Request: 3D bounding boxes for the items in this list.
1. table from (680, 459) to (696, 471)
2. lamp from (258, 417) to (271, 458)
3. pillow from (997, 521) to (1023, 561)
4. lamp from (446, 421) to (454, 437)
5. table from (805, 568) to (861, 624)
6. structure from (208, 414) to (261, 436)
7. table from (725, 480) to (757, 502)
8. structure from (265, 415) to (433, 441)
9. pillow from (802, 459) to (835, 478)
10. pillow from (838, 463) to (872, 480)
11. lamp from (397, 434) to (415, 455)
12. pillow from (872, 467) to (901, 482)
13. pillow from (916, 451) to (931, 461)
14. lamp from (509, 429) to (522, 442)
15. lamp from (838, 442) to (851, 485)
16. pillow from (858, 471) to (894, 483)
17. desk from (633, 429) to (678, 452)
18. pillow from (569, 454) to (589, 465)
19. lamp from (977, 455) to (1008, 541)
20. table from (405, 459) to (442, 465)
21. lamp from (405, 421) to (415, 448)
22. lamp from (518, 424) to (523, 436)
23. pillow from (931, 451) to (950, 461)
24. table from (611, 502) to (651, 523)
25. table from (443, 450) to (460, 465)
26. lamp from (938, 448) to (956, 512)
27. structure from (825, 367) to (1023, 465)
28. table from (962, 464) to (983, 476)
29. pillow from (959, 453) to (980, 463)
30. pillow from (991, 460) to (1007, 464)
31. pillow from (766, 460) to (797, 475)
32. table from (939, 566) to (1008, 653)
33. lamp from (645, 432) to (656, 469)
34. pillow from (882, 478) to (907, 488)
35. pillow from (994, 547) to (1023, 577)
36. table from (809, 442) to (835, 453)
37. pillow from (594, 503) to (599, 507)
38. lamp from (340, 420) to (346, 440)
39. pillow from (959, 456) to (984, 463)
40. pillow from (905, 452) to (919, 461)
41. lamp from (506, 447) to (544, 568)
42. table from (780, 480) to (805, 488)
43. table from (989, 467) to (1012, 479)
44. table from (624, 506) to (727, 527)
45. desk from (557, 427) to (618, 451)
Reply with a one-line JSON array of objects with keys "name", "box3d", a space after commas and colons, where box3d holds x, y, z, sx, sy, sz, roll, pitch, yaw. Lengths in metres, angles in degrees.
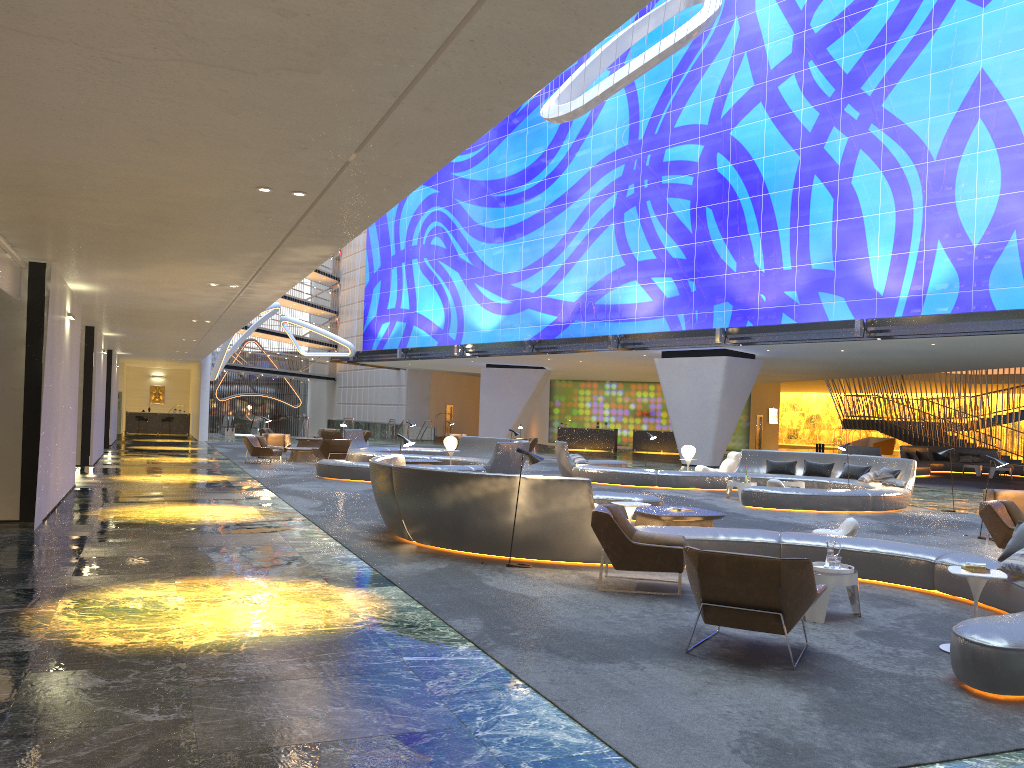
[{"name": "table", "box3d": [4.743, 2.332, 23.944, 0.427, 0.595, 0.418, 2, -1, 42]}, {"name": "lamp", "box3d": [-7.705, 1.663, 27.600, 0.384, 1.300, 0.202, 2, 0, -5]}, {"name": "pillow", "box3d": [4.806, 1.485, 8.097, 0.315, 0.386, 0.785, 2, -2, -7]}, {"name": "lamp", "box3d": [-2.540, 2.130, 35.772, 0.384, 1.300, 0.202, 2, 0, -5]}, {"name": "table", "box3d": [2.674, 1.820, 7.792, 0.671, 0.406, 0.673, 3, -2, -26]}, {"name": "structure", "box3d": [-18.324, 5.881, 54.744, 3.018, 8.238, 19.827, 2, -2, -22]}, {"name": "table", "box3d": [4.836, 2.275, 18.852, 0.670, 0.406, 0.674, 1, -2, 30]}, {"name": "structure", "box3d": [-12.537, 6.223, 57.578, 9.309, 8.398, 19.732, 3, -2, -22]}, {"name": "pillow", "box3d": [7.369, 2.046, 21.362, 0.759, 0.417, 0.282, 1, -1, 36]}, {"name": "pillow", "box3d": [8.008, 2.052, 20.692, 0.315, 0.386, 0.784, 3, -2, -31]}, {"name": "lamp", "box3d": [-1.643, 1.400, 13.283, 0.384, 1.300, 0.202, 2, 0, 27]}, {"name": "pillow", "box3d": [8.319, 2.033, 19.705, 0.317, 0.366, 0.775, 2, -2, -6]}, {"name": "pillow", "box3d": [16.106, 2.821, 34.735, 0.759, 0.417, 0.281, 3, -1, -29]}, {"name": "lamp", "box3d": [0.027, 1.749, 21.766, 0.384, 1.300, 0.202, 2, 0, -5]}, {"name": "lamp", "box3d": [7.528, 1.966, 20.044, 0.384, 1.300, 0.202, 2, 0, -29]}, {"name": "pillow", "box3d": [8.122, 2.071, 19.733, 0.877, 0.262, 0.693, 1, -2, 33]}, {"name": "desk", "box3d": [7.747, 2.945, 45.522, 2.976, 1.097, 0.814, 2, -1, 14]}, {"name": "pillow", "box3d": [1.669, 1.946, 23.054, 0.692, 0.262, 0.877, 3, -2, -14]}, {"name": "lamp", "box3d": [7.347, 1.739, 13.539, 0.384, 1.300, 0.202, 2, 0, 30]}, {"name": "table", "box3d": [-2.448, 2.134, 22.546, 1.203, 0.392, 1.203, 3, -2, -22]}, {"name": "lamp", "box3d": [-3.390, 1.878, 29.274, 0.384, 1.300, 0.202, 2, 0, -5]}, {"name": "lamp", "box3d": [0.307, 2.165, 33.732, 0.202, 1.300, 0.384, 2, 0, -6]}, {"name": "pillow", "box3d": [16.982, 2.868, 35.032, 0.785, 0.386, 0.315, 2, -1, -6]}, {"name": "table", "box3d": [1.454, 1.770, 10.956, 0.418, 0.595, 0.427, 2, -1, -26]}, {"name": "table", "box3d": [-1.653, 2.099, 23.991, 0.418, 0.595, 0.427, 2, -1, -23]}, {"name": "lamp", "box3d": [8.830, 1.945, 18.012, 0.384, 1.300, 0.202, 2, 0, 22]}, {"name": "structure", "box3d": [23.564, 1.046, 39.437, 11.988, 6.246, 16.488, 3, -2, -22]}, {"name": "table", "box3d": [17.098, 3.202, 32.894, 0.671, 0.406, 0.674, 2, -2, 22]}, {"name": "pillow", "box3d": [18.008, 2.905, 34.897, 0.774, 0.366, 0.317, 2, -1, 19]}, {"name": "pillow", "box3d": [18.837, 3.019, 34.213, 0.445, 0.207, 0.443, 3, -2, -36]}, {"name": "pillow", "box3d": [6.595, 2.053, 21.727, 0.768, 0.369, 0.295, 1, -1, 22]}, {"name": "table", "box3d": [3.438, 1.696, 6.617, 0.427, 0.595, 0.418, 2, -1, 22]}, {"name": "lamp", "box3d": [3.710, 1.958, 23.941, 0.384, 1.300, 0.202, 2, 0, 43]}, {"name": "pillow", "box3d": [8.048, 2.095, 18.660, 0.444, 0.207, 0.443, 1, -2, 29]}, {"name": "pillow", "box3d": [4.720, 1.562, 7.750, 0.873, 0.280, 0.685, 2, -2, 15]}, {"name": "table", "box3d": [16.133, 3.459, 46.405, 1.241, 0.727, 2.308, 1, -2, 26]}, {"name": "pillow", "box3d": [0.901, 1.477, 10.060, 0.877, 0.262, 0.693, 1, -2, 30]}, {"name": "lamp", "box3d": [-4.858, 1.698, 25.560, 0.202, 1.300, 0.384, 2, 0, -6]}, {"name": "pillow", "box3d": [17.898, 2.939, 34.732, 0.878, 0.262, 0.692, 3, -2, -32]}, {"name": "pillow", "box3d": [15.448, 2.801, 34.189, 0.769, 0.369, 0.295, 4, -2, -43]}, {"name": "lamp", "box3d": [0.146, 1.342, 9.640, 0.384, 1.300, 0.202, 2, 0, -23]}, {"name": "table", "box3d": [6.111, 2.350, 19.671, 0.673, 0.406, 0.671, 2, -1, -3]}, {"name": "table", "box3d": [17.300, 3.158, 31.391, 0.671, 0.406, 0.673, 3, -2, -35]}, {"name": "table", "box3d": [2.256, 1.961, 12.348, 1.203, 0.392, 1.203, 3, -2, -22]}, {"name": "desk", "box3d": [3.868, 2.800, 45.435, 2.976, 1.097, 0.814, 2, -1, 16]}]
